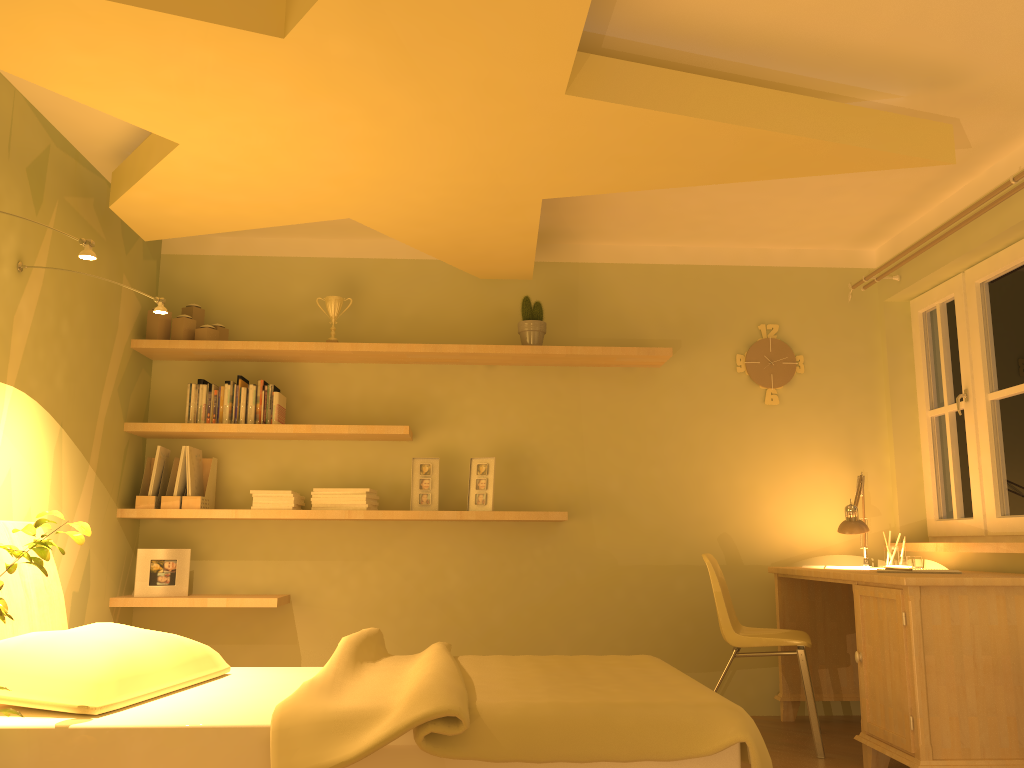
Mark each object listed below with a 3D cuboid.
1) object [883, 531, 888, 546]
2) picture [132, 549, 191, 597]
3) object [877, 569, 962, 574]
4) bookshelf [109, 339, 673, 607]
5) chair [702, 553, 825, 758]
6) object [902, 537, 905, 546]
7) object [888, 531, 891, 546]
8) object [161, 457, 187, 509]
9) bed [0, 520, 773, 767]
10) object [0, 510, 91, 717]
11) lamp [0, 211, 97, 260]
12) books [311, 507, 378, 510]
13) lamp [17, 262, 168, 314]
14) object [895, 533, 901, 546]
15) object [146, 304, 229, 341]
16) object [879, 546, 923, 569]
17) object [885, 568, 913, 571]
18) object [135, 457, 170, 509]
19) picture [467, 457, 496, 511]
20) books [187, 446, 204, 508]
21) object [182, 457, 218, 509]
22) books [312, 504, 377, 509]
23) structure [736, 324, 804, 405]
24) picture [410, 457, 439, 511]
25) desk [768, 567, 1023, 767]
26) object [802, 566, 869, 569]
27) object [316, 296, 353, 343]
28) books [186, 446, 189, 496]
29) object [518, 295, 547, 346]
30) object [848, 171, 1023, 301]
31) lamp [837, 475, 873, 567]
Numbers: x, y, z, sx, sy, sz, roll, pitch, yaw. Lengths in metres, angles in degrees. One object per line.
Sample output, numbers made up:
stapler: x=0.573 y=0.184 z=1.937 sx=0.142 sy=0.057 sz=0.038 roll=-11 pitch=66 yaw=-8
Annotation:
object: x=1.817 y=0.793 z=4.288 sx=0.053 sy=0.162 sz=0.009 roll=5 pitch=-11 yaw=-27
picture: x=-1.645 y=0.887 z=4.175 sx=0.247 sy=0.219 sz=0.131 roll=5 pitch=-11 yaw=-25
object: x=1.609 y=0.743 z=3.516 sx=0.300 sy=0.010 sz=0.210 roll=-4 pitch=-11 yaw=22
bookshelf: x=-0.524 y=0.441 z=4.325 sx=2.605 sy=1.240 sz=0.300 roll=1 pitch=-10 yaw=-3
chair: x=1.048 y=1.142 z=3.872 sx=0.546 sy=0.785 sz=0.531 roll=-3 pitch=-11 yaw=17
object: x=1.853 y=0.793 z=4.210 sx=0.010 sy=0.138 sz=0.043 roll=6 pitch=-12 yaw=-28
object: x=1.828 y=0.795 z=4.300 sx=0.034 sy=0.165 sz=0.009 roll=2 pitch=-10 yaw=-10
object: x=-1.596 y=0.476 z=4.262 sx=0.087 sy=0.259 sz=0.236 roll=1 pitch=-10 yaw=-3
bed: x=-0.536 y=0.865 z=2.687 sx=2.378 sy=0.894 sz=1.286 roll=1 pitch=-10 yaw=-3
object: x=-1.221 y=0.687 z=1.868 sx=0.372 sy=0.944 sz=0.828 roll=2 pitch=-10 yaw=-9
lamp: x=-1.467 y=-0.456 z=2.566 sx=0.533 sy=0.178 sz=0.050 roll=1 pitch=-10 yaw=-3
books: x=-0.805 y=0.607 z=4.281 sx=0.270 sy=0.015 sz=0.190 roll=-1 pitch=-10 yaw=8
lamp: x=-1.497 y=-0.347 z=3.174 sx=0.533 sy=0.178 sz=0.050 roll=1 pitch=-10 yaw=-3
object: x=1.843 y=0.795 z=4.267 sx=0.008 sy=0.155 sz=0.073 roll=8 pitch=-13 yaw=-38
object: x=-1.602 y=-0.298 z=4.396 sx=0.349 sy=0.229 sz=0.234 roll=1 pitch=-10 yaw=-2
object: x=1.831 y=0.817 z=4.186 sx=0.070 sy=0.105 sz=0.240 roll=2 pitch=-10 yaw=-10
object: x=1.540 y=0.739 z=3.534 sx=0.008 sy=0.009 sz=0.166 roll=2 pitch=-10 yaw=-12
object: x=-1.722 y=0.474 z=4.255 sx=0.087 sy=0.259 sz=0.236 roll=2 pitch=-10 yaw=-8
picture: x=-0.122 y=0.496 z=4.346 sx=0.134 sy=0.264 sz=0.171 roll=-4 pitch=-11 yaw=23
books: x=-1.520 y=0.457 z=4.269 sx=0.043 sy=0.296 sz=0.210 roll=1 pitch=-10 yaw=-3
object: x=-1.500 y=0.477 z=4.266 sx=0.087 sy=0.259 sz=0.236 roll=1 pitch=-10 yaw=-3
books: x=-0.805 y=0.592 z=4.283 sx=0.270 sy=0.015 sz=0.190 roll=-1 pitch=-10 yaw=5
structure: x=1.359 y=-0.106 z=4.655 sx=0.360 sy=0.432 sz=0.027 roll=1 pitch=-10 yaw=-3
picture: x=-0.426 y=0.500 z=4.373 sx=0.134 sy=0.264 sz=0.171 roll=1 pitch=-10 yaw=-3
desk: x=1.627 y=1.137 z=3.643 sx=0.684 sy=0.720 sz=1.396 roll=1 pitch=-10 yaw=-3
object: x=1.534 y=0.868 z=4.206 sx=0.300 sy=0.009 sz=0.040 roll=-5 pitch=-11 yaw=27
object: x=-0.897 y=-0.304 z=4.455 sx=0.160 sy=0.268 sz=0.095 roll=7 pitch=-12 yaw=-32
books: x=-1.529 y=0.457 z=4.264 sx=0.036 sy=0.296 sz=0.210 roll=1 pitch=-10 yaw=-3
object: x=0.101 y=-0.312 z=4.463 sx=0.145 sy=0.294 sz=0.145 roll=4 pitch=-11 yaw=-21
object: x=1.916 y=-0.629 z=3.901 sx=0.190 sy=0.113 sz=1.708 roll=1 pitch=-10 yaw=-3
lamp: x=1.645 y=0.652 z=4.270 sx=0.140 sy=0.455 sz=0.484 roll=-4 pitch=-11 yaw=22
